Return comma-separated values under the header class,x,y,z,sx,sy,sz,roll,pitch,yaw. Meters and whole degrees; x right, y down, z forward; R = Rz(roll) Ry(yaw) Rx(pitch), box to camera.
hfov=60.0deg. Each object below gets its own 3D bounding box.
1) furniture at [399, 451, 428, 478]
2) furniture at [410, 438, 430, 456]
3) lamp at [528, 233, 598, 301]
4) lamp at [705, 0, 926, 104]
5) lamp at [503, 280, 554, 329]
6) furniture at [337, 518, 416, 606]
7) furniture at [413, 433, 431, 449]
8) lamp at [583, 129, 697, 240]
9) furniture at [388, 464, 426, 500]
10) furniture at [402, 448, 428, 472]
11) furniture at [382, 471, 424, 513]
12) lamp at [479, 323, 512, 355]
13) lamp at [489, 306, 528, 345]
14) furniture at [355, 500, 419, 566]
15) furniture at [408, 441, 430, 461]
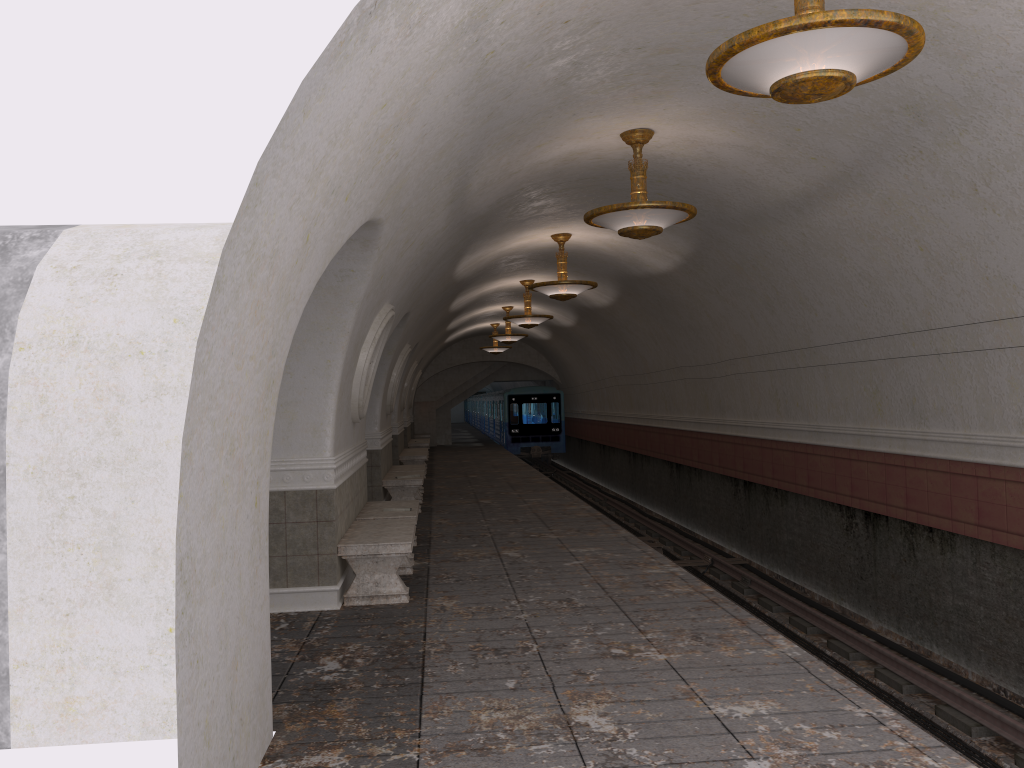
class,x,y,z,sx,sy,sz,roll,pitch,yaw
furniture,-2.208,1.827,20.000,0.613,0.508,1.509,-2,-1,-5
furniture,-2.858,1.985,27.614,0.613,0.508,1.509,-2,-1,-5
lamp,0.725,-1.669,12.806,1.008,0.955,1.008,-1,-1,-21
lamp,1.449,-1.845,4.321,1.008,0.955,1.008,-3,-1,41
lamp,0.314,-1.569,17.617,1.008,0.955,1.008,-2,-1,11
furniture,-1.185,1.578,8.016,0.613,0.508,1.509,-2,-1,-5
furniture,-3.251,2.080,32.217,0.613,0.508,1.509,-2,-1,-5
lamp,1.138,-1.770,7.962,1.008,0.955,1.008,-1,-1,-21
furniture,-1.839,1.737,15.677,0.613,0.508,1.509,-2,-1,-5
furniture,-2.351,1.862,21.675,0.613,0.508,1.509,-2,-1,-5
furniture,-1.696,1.702,14.002,0.613,0.508,1.509,-2,-1,-5
lamp,-0.507,-1.370,27.238,1.008,0.955,1.008,-3,-1,41
lamp,-0.096,-1.470,22.427,1.008,0.955,1.008,-2,-1,11
furniture,-1.328,1.613,9.691,0.613,0.508,1.509,-2,-1,-5
furniture,-2.715,1.950,25.939,0.613,0.508,1.509,-2,-1,-5
